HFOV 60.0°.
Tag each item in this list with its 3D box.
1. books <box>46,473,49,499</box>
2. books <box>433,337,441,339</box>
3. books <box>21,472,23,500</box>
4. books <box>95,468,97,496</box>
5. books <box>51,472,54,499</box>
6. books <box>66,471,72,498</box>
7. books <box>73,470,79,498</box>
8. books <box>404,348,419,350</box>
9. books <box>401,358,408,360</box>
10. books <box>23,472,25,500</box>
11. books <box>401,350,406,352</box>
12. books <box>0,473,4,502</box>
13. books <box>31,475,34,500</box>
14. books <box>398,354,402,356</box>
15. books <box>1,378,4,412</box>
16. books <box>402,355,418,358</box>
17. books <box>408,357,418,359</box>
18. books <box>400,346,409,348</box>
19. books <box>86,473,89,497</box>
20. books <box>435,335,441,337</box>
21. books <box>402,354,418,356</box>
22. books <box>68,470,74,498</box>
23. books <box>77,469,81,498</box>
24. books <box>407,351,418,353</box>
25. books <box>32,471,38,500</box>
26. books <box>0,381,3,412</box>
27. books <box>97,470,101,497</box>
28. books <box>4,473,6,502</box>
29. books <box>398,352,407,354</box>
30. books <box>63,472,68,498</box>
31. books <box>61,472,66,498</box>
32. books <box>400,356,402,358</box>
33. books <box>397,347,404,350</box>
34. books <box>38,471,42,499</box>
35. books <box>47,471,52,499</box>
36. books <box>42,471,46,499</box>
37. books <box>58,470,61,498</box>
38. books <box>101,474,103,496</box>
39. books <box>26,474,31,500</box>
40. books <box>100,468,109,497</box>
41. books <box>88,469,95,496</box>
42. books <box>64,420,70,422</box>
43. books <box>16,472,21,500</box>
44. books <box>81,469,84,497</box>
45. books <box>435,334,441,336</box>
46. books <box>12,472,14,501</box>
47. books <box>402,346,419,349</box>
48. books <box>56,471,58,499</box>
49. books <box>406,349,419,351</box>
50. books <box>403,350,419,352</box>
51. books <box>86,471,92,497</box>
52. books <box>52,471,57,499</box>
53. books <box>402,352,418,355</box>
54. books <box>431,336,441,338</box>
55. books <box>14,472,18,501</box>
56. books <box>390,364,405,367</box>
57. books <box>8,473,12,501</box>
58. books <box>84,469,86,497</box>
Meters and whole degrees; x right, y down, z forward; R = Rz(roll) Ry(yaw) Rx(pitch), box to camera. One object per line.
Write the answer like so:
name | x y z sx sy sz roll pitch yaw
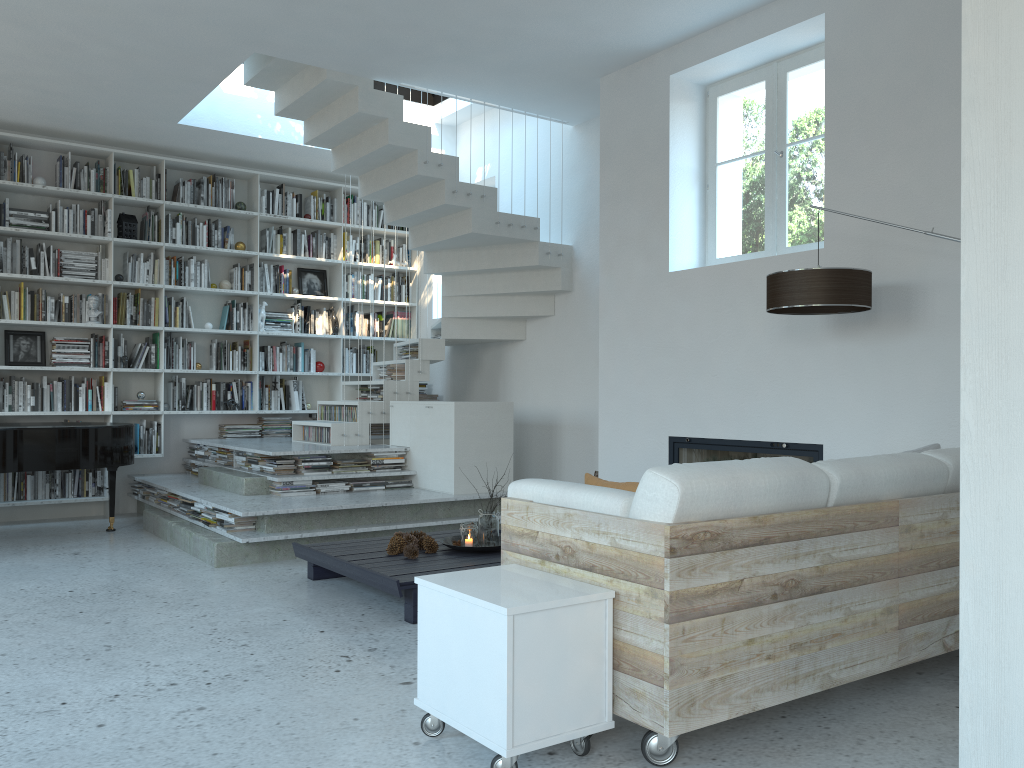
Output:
books | -3.885 0.850 7.397 0.024 0.203 0.144 0 0 -35
books | -0.630 -0.435 8.423 0.169 0.010 0.282 1 -1 -20
books | -4.036 0.830 7.291 0.012 0.239 0.128 0 0 -35
books | -3.580 0.828 7.599 0.013 0.256 0.176 0 0 -35
books | -3.851 0.845 7.411 0.022 0.213 0.167 0 0 -35
books | -3.741 0.848 7.476 0.029 0.210 0.170 0 0 -35
books | -3.697 0.828 7.496 0.044 0.251 0.187 0 0 -35
books | -0.844 -0.310 7.918 0.174 0.009 0.240 1 -1 -26
books | -0.924 -0.227 8.205 0.149 0.014 0.228 1 -1 -23
books | -4.028 0.811 7.302 0.012 0.276 0.154 0 0 -35
books | -0.934 -0.299 8.201 0.168 0.005 0.292 1 -1 -17
books | -4.147 0.819 7.191 0.026 0.256 0.183 0 0 -35
books | -3.983 0.852 7.341 0.030 0.197 0.143 0 0 -35
books | -0.935 -0.268 8.201 0.184 0.006 0.262 1 -1 -20
books | -4.141 0.087 7.208 0.011 0.275 0.146 0 0 -35
books | -0.855 -0.244 7.913 0.182 0.013 0.287 1 -1 -21
books | -0.829 -0.230 7.925 0.130 0.014 0.249 1 -1 -22
books | -0.929 -0.341 8.203 0.165 0.014 0.235 1 -1 -18
books | -3.640 0.859 7.565 0.024 0.191 0.155 0 0 -35
books | -0.622 -0.455 8.427 0.150 0.017 0.288 1 -1 -20
books | -0.856 -0.258 7.912 0.191 0.014 0.243 1 -1 -22
books | -3.725 0.807 7.489 0.011 0.292 0.184 0 0 -35
books | -3.675 0.796 7.516 0.013 0.317 0.186 0 0 -35
books | -0.838 -0.281 7.921 0.154 0.014 0.196 1 -1 -22
books | -3.953 0.803 7.348 0.026 0.294 0.155 0 0 -35
books | -4.162 0.102 7.202 0.029 0.244 0.154 0 0 -35
books | -3.559 0.847 7.606 0.029 0.218 0.191 0 0 -35
books | -4.131 0.797 7.203 0.014 0.301 0.184 0 0 -35
books | -0.936 -0.283 8.200 0.171 0.011 0.231 1 -1 -24
books | -3.754 0.850 7.461 0.010 0.206 0.180 0 0 -35
books | -3.793 0.847 7.472 0.040 0.212 0.129 0 0 -35
books | -0.934 -0.252 8.201 0.166 0.018 0.264 0 -1 -16
books | -0.939 -0.326 8.199 0.190 0.015 0.230 1 -1 -21
books | -3.932 0.833 7.367 0.030 0.234 0.138 0 0 -35
books | -3.862 0.809 7.397 0.013 0.285 0.185 0 0 -35
books | -3.908 0.821 7.383 0.028 0.261 0.132 0 0 -35
books | -3.814 0.821 7.447 0.024 0.262 0.131 0 0 -35
books | -3.546 0.865 7.631 0.023 0.182 0.148 0 0 -35
books | -3.989 0.846 7.300 0.028 0.206 0.174 0 0 -35
books | -3.481 0.821 7.592 0.038 0.269 0.277 0 0 -35
books | -3.601 0.842 7.594 0.028 0.227 0.162 0 0 -35
books | -3.725 0.451 7.419 0.013 0.303 0.181 0 0 -35
books | -4.052 0.826 7.284 0.022 0.247 0.144 0 0 -35
books | -3.673 0.835 7.548 0.028 0.239 0.140 0 0 -35
books | -0.617 -0.468 8.429 0.160 0.008 0.239 1 -1 -26
books | -4.086 0.780 7.245 0.012 0.337 0.144 0 0 -35
books | -0.852 -0.321 7.914 0.191 0.013 0.243 1 -1 -24
books | -3.820 0.808 7.423 0.014 0.288 0.184 0 0 -35
books | -0.835 -0.300 7.922 0.144 0.011 0.257 1 -1 -28
books | -0.848 -0.291 7.916 0.176 0.007 0.254 1 -1 -27
books | -3.615 0.853 7.570 0.022 0.205 0.191 0 0 -35
books | -3.831 0.784 7.414 0.014 0.336 0.183 0 0 -35
books | -0.848 -0.269 7.916 0.187 0.009 0.261 1 -1 -25
books | -0.634 -0.444 8.421 0.184 0.006 0.262 1 -1 -29
books | -4.069 0.793 7.259 0.034 0.311 0.170 0 0 -35
books | -0.920 -0.156 7.614 0.234 0.025 0.157 0 -1 2
books | -4.107 0.816 7.243 0.025 0.263 0.145 0 0 -35
books | -3.648 0.825 7.547 0.011 0.258 0.171 0 0 -35
